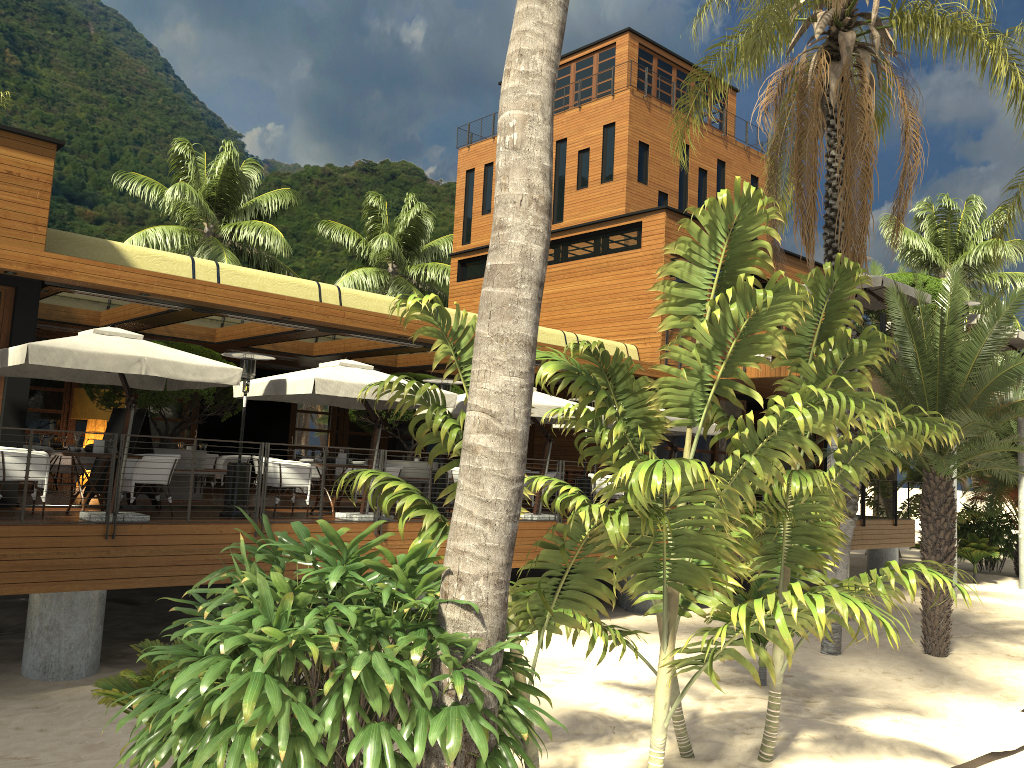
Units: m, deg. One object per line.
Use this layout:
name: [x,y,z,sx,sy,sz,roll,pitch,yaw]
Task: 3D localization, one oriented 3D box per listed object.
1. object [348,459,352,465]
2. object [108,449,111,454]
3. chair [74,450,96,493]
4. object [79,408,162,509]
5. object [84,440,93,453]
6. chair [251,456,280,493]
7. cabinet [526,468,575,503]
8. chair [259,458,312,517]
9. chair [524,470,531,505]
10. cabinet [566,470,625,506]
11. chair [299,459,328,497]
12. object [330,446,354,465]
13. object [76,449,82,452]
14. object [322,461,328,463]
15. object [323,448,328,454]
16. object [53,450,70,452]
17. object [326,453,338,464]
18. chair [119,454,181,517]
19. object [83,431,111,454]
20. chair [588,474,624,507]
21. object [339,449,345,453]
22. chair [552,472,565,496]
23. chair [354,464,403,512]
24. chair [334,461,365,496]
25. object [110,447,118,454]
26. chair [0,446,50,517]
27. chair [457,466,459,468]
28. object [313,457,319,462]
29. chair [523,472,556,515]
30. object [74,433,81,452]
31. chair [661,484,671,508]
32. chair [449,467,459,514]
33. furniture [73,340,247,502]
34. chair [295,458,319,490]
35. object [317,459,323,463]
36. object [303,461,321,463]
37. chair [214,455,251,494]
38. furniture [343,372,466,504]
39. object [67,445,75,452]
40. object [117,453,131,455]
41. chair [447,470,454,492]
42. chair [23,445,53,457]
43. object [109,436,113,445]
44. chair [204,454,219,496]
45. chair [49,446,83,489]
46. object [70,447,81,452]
object: [-2.407,1.159,13.151,0.086,0.086,0.086,7,-7,-37]
object: [-4.982,0.835,10.959,0.116,0.065,0.116,7,-7,-38]
chair: [-7.363,1.542,15.757,0.616,0.790,0.626,4,-6,-11]
object: [-5.436,1.036,12.478,0.768,1.400,0.770,-1,-7,32]
object: [-5.171,0.763,10.913,0.163,0.179,0.168,9,-8,-44]
chair: [-5.331,1.961,19.170,0.616,0.790,0.626,5,-6,-21]
cabinet: [0.942,2.538,22.117,0.556,0.839,1.610,8,-8,-42]
chair: [-3.230,1.462,12.538,0.616,0.790,0.627,8,-8,-41]
chair: [0.111,2.361,20.440,0.627,0.790,0.615,3,-6,4]
cabinet: [2.039,2.485,20.923,0.556,0.839,1.610,8,-8,-42]
chair: [-4.177,1.978,18.700,0.627,0.790,0.616,5,-6,-21]
object: [-2.482,1.049,12.957,0.263,0.264,0.263,3,-6,3]
object: [-5.213,0.806,10.651,0.080,0.042,0.080,-1,-7,39]
object: [-2.727,1.143,12.909,0.080,0.042,0.080,2,-6,9]
object: [-2.712,1.041,12.842,0.082,0.227,0.082,8,-8,-41]
object: [-5.365,0.800,10.582,0.170,0.025,0.294,8,-7,-42]
object: [-2.686,1.100,13.175,0.167,0.179,0.163,8,-8,-40]
chair: [-4.593,1.274,11.265,0.616,0.790,0.627,8,-8,-41]
object: [-4.967,0.712,10.698,0.263,0.264,0.263,3,-6,3]
chair: [1.795,2.143,17.105,0.616,0.790,0.627,8,-8,-41]
object: [-2.573,1.097,13.378,0.082,0.227,0.082,-2,-8,37]
chair: [0.839,2.311,19.484,0.617,0.790,0.626,3,-6,4]
chair: [-2.027,1.622,13.597,0.616,0.790,0.627,8,-8,-41]
chair: [-3.604,2.102,19.722,0.616,0.790,0.626,5,-6,-21]
object: [-4.892,0.822,10.893,0.086,0.086,0.086,7,-7,-37]
chair: [-5.752,1.120,10.245,0.616,0.790,0.627,8,-8,-41]
chair: [-0.965,2.238,19.712,0.617,0.790,0.626,3,-6,4]
object: [-2.882,1.125,13.055,0.086,0.086,0.086,7,-7,-37]
chair: [0.442,1.956,15.841,0.616,0.790,0.627,8,-8,-41]
object: [-5.197,0.704,10.584,0.082,0.227,0.082,8,-8,-41]
chair: [2.954,2.297,18.124,0.616,0.790,0.627,8,-8,-41]
chair: [-0.717,1.802,14.821,0.616,0.790,0.627,8,-8,-41]
furniture: [-6.027,0.616,15.285,2.569,2.728,2.713,2,-6,13]
chair: [-4.668,2.098,20.284,0.627,0.790,0.616,5,-6,-21]
object: [-2.795,1.134,12.983,0.116,0.065,0.116,8,-8,-44]
object: [-2.880,1.137,12.841,0.170,0.025,0.294,8,-7,-42]
chair: [-5.653,1.835,17.974,0.616,0.790,0.627,7,-7,-36]
furniture: [-2.169,1.130,18.697,2.615,2.728,2.690,-2,-7,38]
object: [-5.367,0.789,10.796,0.086,0.086,0.086,7,-7,-37]
object: [-4.900,0.872,11.096,0.170,0.025,0.294,8,-7,-42]
chair: [-1.587,2.376,21.567,0.617,0.790,0.626,3,-6,4]
chair: [-8.106,1.420,14.851,0.627,0.790,0.615,4,-6,-11]
object: [-5.058,0.761,11.119,0.082,0.227,0.082,8,-8,-41]
chair: [-5.940,1.715,16.839,0.627,0.790,0.616,7,-7,-36]
chair: [-8.314,1.560,16.494,0.627,0.790,0.615,4,-6,-11]
object: [-5.280,0.798,10.725,0.116,0.065,0.116,7,-7,-38]
